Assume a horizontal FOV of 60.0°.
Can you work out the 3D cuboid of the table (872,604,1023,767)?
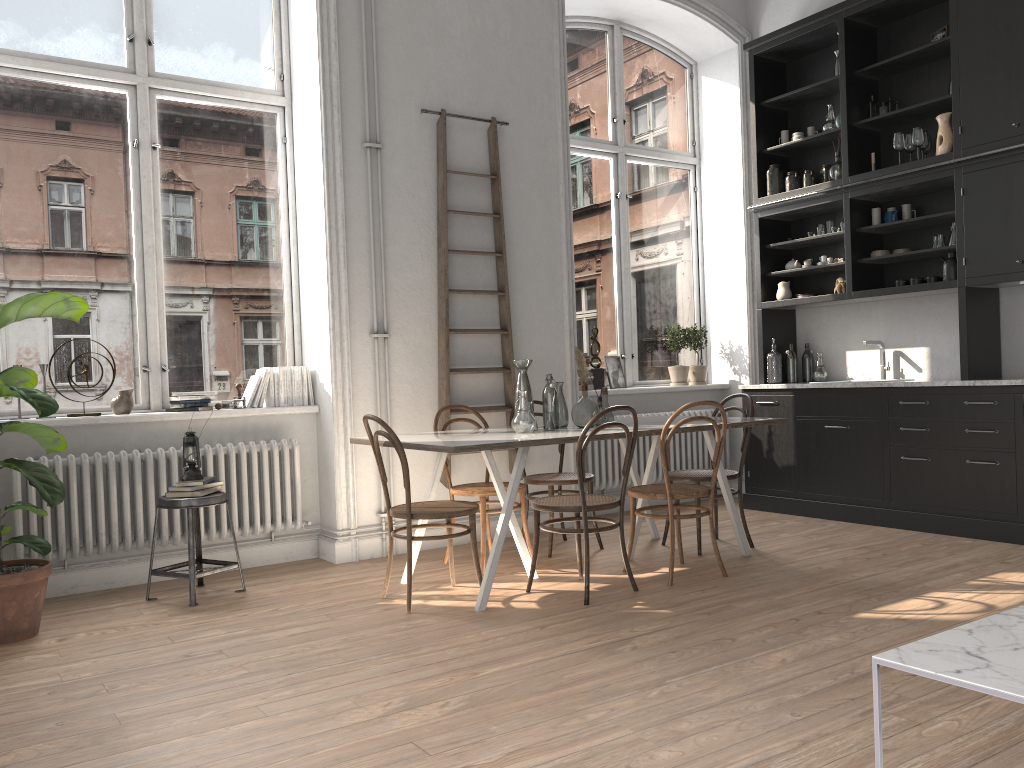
[{"bbox_3d":[1.423,0.799,1.925,0.849,0.392,0.849,-2,1,-34],"label":"table"}]

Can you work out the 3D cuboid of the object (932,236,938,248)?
[{"bbox_3d":[2.804,-0.931,5.864,0.058,0.094,0.058,-2,1,5],"label":"object"}]

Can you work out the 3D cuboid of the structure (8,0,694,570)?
[{"bbox_3d":[-0.437,-1.193,5.854,5.181,4.474,0.340,-2,1,-34],"label":"structure"}]

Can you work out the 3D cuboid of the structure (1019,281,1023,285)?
[{"bbox_3d":[3.402,-0.629,5.023,0.379,0.123,0.844,-2,0,-34],"label":"structure"}]

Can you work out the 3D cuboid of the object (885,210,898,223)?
[{"bbox_3d":[2.619,-1.142,6.122,0.082,0.093,0.140,-2,1,21],"label":"object"}]

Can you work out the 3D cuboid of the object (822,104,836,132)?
[{"bbox_3d":[2.334,-1.930,6.485,0.132,0.219,0.132,-2,1,30],"label":"object"}]

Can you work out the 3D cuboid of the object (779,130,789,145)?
[{"bbox_3d":[2.105,-1.881,6.850,0.059,0.135,0.082,-2,1,-6],"label":"object"}]

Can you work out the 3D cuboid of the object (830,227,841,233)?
[{"bbox_3d":[2.349,-1.110,6.435,0.071,0.047,0.071,-2,0,4],"label":"object"}]

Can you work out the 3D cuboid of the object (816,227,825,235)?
[{"bbox_3d":[2.284,-1.119,6.557,0.064,0.069,0.064,-2,1,14],"label":"object"}]

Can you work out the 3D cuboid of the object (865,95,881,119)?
[{"bbox_3d":[2.528,-1.925,6.212,0.084,0.199,0.065,-2,1,-12],"label":"object"}]

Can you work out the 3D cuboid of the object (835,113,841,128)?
[{"bbox_3d":[2.376,-1.992,6.360,0.123,0.340,0.118,-2,1,-15],"label":"object"}]

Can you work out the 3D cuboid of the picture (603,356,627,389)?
[{"bbox_3d":[0.782,-0.087,6.997,0.149,0.264,0.221,-2,1,40],"label":"picture"}]

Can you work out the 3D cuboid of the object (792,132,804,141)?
[{"bbox_3d":[2.186,-1.864,6.774,0.096,0.095,0.096,-2,1,0],"label":"object"}]

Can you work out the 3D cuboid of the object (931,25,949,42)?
[{"bbox_3d":[2.818,-2.262,5.820,0.056,0.121,0.167,-2,1,-9],"label":"object"}]

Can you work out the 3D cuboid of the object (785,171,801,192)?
[{"bbox_3d":[2.116,-1.514,6.679,0.114,0.155,0.114,-3,1,-30],"label":"object"}]

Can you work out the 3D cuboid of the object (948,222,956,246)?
[{"bbox_3d":[2.855,-0.963,5.714,0.083,0.158,0.083,-2,1,40],"label":"object"}]

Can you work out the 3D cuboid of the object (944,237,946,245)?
[{"bbox_3d":[2.881,-0.934,5.933,0.058,0.094,0.058,-2,1,33],"label":"object"}]

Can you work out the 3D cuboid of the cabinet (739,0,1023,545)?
[{"bbox_3d":[2.850,-0.868,5.596,0.635,3.583,3.251,-3,1,-34],"label":"cabinet"}]

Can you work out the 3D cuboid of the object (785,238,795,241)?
[{"bbox_3d":[2.167,-1.106,6.909,0.071,0.047,0.071,-2,0,4],"label":"object"}]

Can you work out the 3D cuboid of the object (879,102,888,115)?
[{"bbox_3d":[2.570,-1.888,6.133,0.053,0.125,0.041,-2,1,23],"label":"object"}]

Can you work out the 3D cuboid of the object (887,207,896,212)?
[{"bbox_3d":[2.657,-1.165,6.223,0.082,0.135,0.059,-2,1,-6],"label":"object"}]

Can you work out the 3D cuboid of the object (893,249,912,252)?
[{"bbox_3d":[2.711,-0.908,6.159,0.123,0.036,0.123,-2,1,44],"label":"object"}]

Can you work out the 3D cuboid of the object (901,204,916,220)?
[{"bbox_3d":[2.729,-1.167,6.104,0.082,0.135,0.059,-2,1,39],"label":"object"}]

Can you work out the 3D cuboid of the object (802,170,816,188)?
[{"bbox_3d":[2.218,-1.515,6.625,0.096,0.150,0.096,-1,1,45],"label":"object"}]

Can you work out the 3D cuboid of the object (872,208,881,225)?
[{"bbox_3d":[2.558,-1.161,6.221,0.059,0.135,0.082,-2,1,24],"label":"object"}]

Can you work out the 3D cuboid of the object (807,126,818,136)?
[{"bbox_3d":[2.286,-1.888,6.752,0.059,0.135,0.082,-2,1,-11],"label":"object"}]

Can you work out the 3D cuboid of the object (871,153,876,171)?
[{"bbox_3d":[2.509,-1.529,6.154,0.123,0.161,0.123,-2,1,-25],"label":"object"}]

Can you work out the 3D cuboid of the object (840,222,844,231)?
[{"bbox_3d":[2.388,-1.122,6.369,0.064,0.069,0.064,-3,1,-41],"label":"object"}]

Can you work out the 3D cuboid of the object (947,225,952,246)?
[{"bbox_3d":[2.907,-0.966,5.845,0.083,0.158,0.083,-2,1,-23],"label":"object"}]

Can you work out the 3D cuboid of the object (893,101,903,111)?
[{"bbox_3d":[2.659,-1.890,6.116,0.044,0.121,0.058,-2,1,-7],"label":"object"}]

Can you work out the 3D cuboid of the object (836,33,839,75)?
[{"bbox_3d":[2.384,-2.354,6.365,0.097,0.330,0.100,-3,1,-38],"label":"object"}]

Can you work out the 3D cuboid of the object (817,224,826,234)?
[{"bbox_3d":[2.321,-1.141,6.644,0.060,0.107,0.060,-2,1,24],"label":"object"}]

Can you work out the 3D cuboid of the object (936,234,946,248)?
[{"bbox_3d":[2.801,-0.930,5.792,0.058,0.094,0.058,-2,1,5],"label":"object"}]

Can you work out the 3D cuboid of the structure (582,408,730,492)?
[{"bbox_3d":[1.116,0.498,6.969,1.577,0.552,0.194,-2,1,-34],"label":"structure"}]

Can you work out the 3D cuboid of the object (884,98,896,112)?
[{"bbox_3d":[2.654,-1.918,6.224,0.065,0.177,0.084,-2,1,-12],"label":"object"}]

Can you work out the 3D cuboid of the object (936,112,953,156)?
[{"bbox_3d":[2.766,-1.588,5.667,0.094,0.267,0.116,-2,1,8],"label":"object"}]

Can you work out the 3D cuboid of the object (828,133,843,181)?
[{"bbox_3d":[2.321,-1.621,6.316,0.134,0.357,0.134,-2,1,11],"label":"object"}]

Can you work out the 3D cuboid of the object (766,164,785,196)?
[{"bbox_3d":[2.019,-1.553,6.786,0.118,0.238,0.118,-1,1,42],"label":"object"}]

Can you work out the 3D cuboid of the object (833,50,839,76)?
[{"bbox_3d":[2.382,-2.305,6.463,0.067,0.231,0.070,-3,1,-38],"label":"object"}]

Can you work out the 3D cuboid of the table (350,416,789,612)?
[{"bbox_3d":[0.369,0.630,4.882,2.200,0.780,1.100,-2,1,-34],"label":"table"}]

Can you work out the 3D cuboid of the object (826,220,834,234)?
[{"bbox_3d":[2.334,-1.140,6.503,0.060,0.107,0.060,-2,1,-6],"label":"object"}]

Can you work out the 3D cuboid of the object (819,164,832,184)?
[{"bbox_3d":[2.346,-1.537,6.605,0.092,0.184,0.092,-2,1,-19],"label":"object"}]

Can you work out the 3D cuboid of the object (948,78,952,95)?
[{"bbox_3d":[2.901,-1.964,5.776,0.110,0.255,0.100,-2,1,21],"label":"object"}]

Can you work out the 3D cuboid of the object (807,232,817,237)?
[{"bbox_3d":[2.243,-1.107,6.629,0.071,0.047,0.071,-2,0,4],"label":"object"}]

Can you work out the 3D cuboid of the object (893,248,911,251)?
[{"bbox_3d":[2.711,-0.915,6.159,0.112,0.036,0.112,-2,0,9],"label":"object"}]

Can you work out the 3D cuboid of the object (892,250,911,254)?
[{"bbox_3d":[2.712,-0.900,6.159,0.132,0.038,0.132,-2,0,14],"label":"object"}]

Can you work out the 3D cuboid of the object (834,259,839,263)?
[{"bbox_3d":[2.385,-0.897,6.495,0.049,0.041,0.056,-2,1,29],"label":"object"}]
